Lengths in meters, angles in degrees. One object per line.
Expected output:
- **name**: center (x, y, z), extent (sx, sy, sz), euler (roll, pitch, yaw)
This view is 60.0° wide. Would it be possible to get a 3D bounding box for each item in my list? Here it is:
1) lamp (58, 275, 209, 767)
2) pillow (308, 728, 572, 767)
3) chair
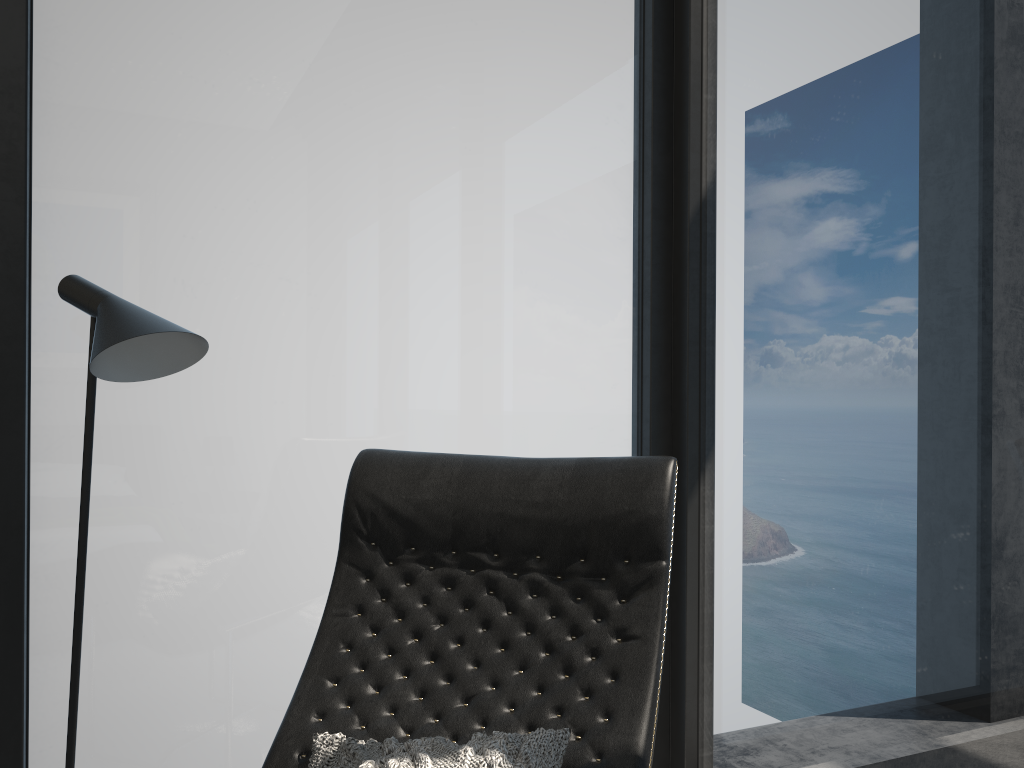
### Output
- **lamp**: center (-0.664, 0.461, 1.458), extent (0.384, 1.300, 0.202), euler (0, 0, 28)
- **pillow**: center (-0.160, 0.610, 1.254), extent (0.441, 0.199, 0.313), euler (0, -1, 16)
- **chair**: center (-0.207, 0.612, 1.132), extent (0.639, 0.995, 1.281), euler (0, -1, 20)
